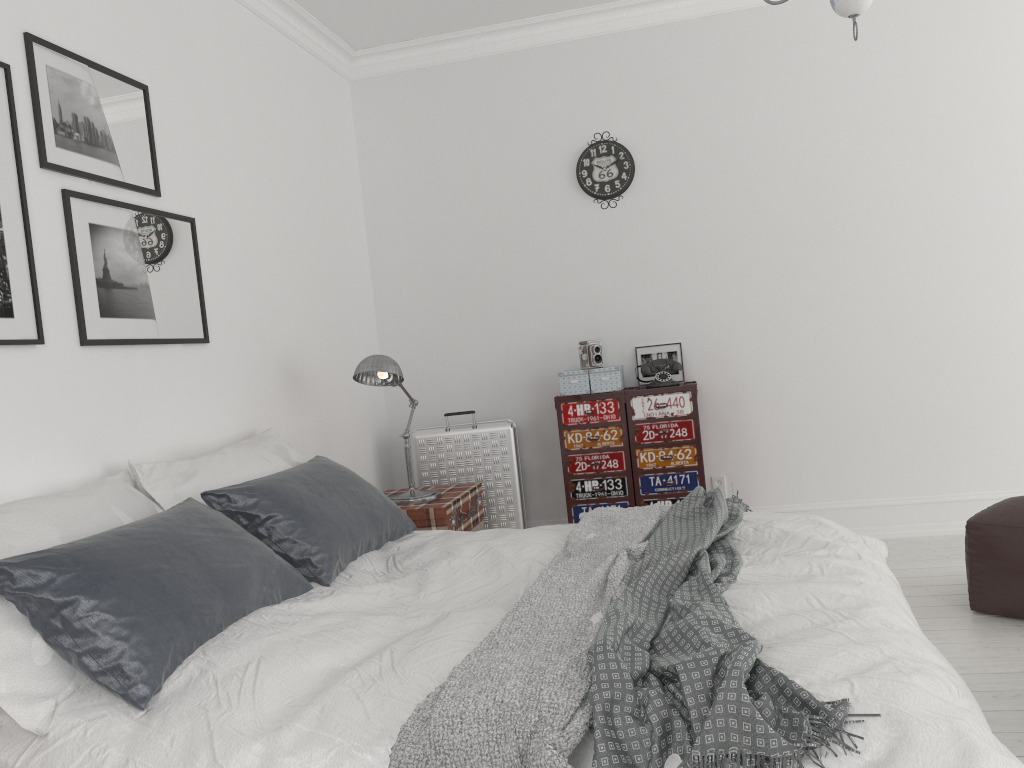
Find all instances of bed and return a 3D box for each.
[{"bbox_3d":[-0.040,0.652,2.529,2.473,0.926,2.217,-6,2,13],"label":"bed"}]

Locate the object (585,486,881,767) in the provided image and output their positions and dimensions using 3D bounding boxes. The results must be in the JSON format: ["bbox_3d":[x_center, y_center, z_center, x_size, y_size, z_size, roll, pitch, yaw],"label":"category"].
[{"bbox_3d":[0.589,0.600,2.401,0.536,0.377,2.154,-6,2,15],"label":"object"}]

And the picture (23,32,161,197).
[{"bbox_3d":[-1.368,-0.864,2.937,0.015,0.403,0.592,-6,2,12],"label":"picture"}]

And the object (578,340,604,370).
[{"bbox_3d":[0.443,-0.164,4.873,0.121,0.157,0.117,-7,2,-28],"label":"object"}]

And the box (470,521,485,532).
[{"bbox_3d":[-0.437,0.823,4.220,0.537,0.185,0.647,-6,2,12],"label":"box"}]

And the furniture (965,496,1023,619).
[{"bbox_3d":[2.123,0.643,3.420,0.646,0.423,0.646,-8,3,-44],"label":"furniture"}]

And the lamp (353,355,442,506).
[{"bbox_3d":[-0.521,0.207,4.088,0.269,0.699,0.488,-6,2,12],"label":"lamp"}]

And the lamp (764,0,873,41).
[{"bbox_3d":[0.835,-1.450,2.284,0.528,1.123,0.594,-6,2,12],"label":"lamp"}]

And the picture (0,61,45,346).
[{"bbox_3d":[-1.470,-0.502,2.310,0.015,0.810,0.545,-6,2,12],"label":"picture"}]

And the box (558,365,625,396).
[{"bbox_3d":[0.441,-0.019,4.878,0.332,0.131,0.242,-6,2,12],"label":"box"}]

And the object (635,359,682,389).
[{"bbox_3d":[0.795,-0.059,4.804,0.216,0.155,0.181,-4,3,42],"label":"object"}]

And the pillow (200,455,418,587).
[{"bbox_3d":[-0.674,0.457,3.117,0.405,0.339,0.842,-6,2,13],"label":"pillow"}]

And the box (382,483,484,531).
[{"bbox_3d":[-0.448,0.638,4.270,0.537,0.185,0.647,-6,2,12],"label":"box"}]

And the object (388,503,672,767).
[{"bbox_3d":[0.235,0.741,2.464,0.521,0.500,2.236,-6,2,15],"label":"object"}]

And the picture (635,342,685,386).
[{"bbox_3d":[0.821,-0.109,4.929,0.254,0.218,0.037,-6,2,12],"label":"picture"}]

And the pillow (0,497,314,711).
[{"bbox_3d":[-0.870,0.509,2.247,0.405,0.329,0.837,-6,2,13],"label":"pillow"}]

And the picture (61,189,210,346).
[{"bbox_3d":[-1.285,-0.380,3.095,0.015,0.486,0.720,-6,2,12],"label":"picture"}]

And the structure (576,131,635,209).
[{"bbox_3d":[0.517,-1.191,4.930,0.330,0.427,0.043,-6,2,12],"label":"structure"}]

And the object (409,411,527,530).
[{"bbox_3d":[-0.261,0.601,5.017,0.647,0.902,0.208,-6,2,2],"label":"object"}]

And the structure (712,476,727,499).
[{"bbox_3d":[1.148,0.582,4.913,0.070,0.140,0.009,-6,2,12],"label":"structure"}]

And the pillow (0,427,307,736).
[{"bbox_3d":[-0.983,0.451,2.739,0.465,0.529,1.965,-6,2,12],"label":"pillow"}]

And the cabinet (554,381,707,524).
[{"bbox_3d":[0.670,0.492,4.852,0.762,0.942,0.281,-6,2,12],"label":"cabinet"}]
